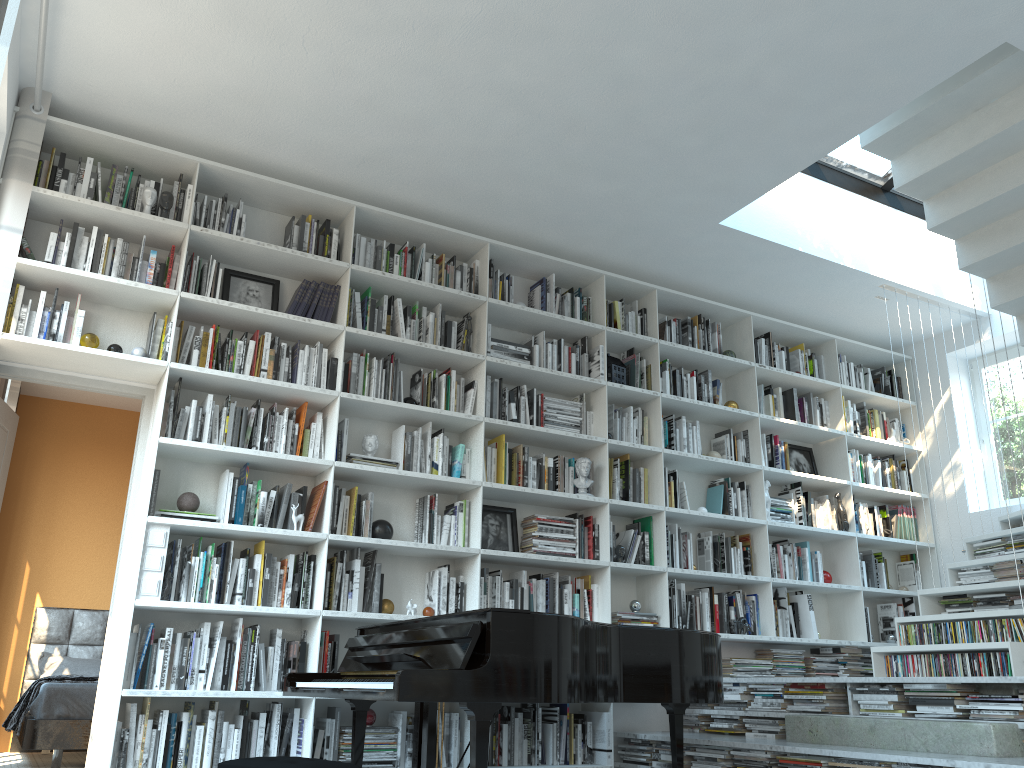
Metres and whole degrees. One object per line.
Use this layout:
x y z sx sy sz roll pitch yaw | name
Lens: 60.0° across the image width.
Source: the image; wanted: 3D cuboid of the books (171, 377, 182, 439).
-1.655 0.151 4.332 0.012 0.332 0.185 11 -21 -27 | books

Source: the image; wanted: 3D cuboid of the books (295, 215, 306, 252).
-1.193 -0.772 4.918 0.024 0.278 0.188 11 -21 -27 | books

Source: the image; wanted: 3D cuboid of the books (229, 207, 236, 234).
-1.515 -0.807 4.741 0.013 0.219 0.181 11 -21 -27 | books

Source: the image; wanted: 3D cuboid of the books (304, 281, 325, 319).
-1.106 -0.408 4.848 0.097 0.281 0.174 11 -21 -27 | books

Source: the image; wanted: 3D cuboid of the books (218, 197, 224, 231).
-1.570 -0.843 4.721 0.007 0.271 0.155 11 -21 -27 | books

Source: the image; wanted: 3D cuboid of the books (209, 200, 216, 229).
-1.609 -0.835 4.702 0.016 0.242 0.156 11 -21 -27 | books

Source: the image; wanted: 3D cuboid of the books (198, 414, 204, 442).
-1.563 0.254 4.404 0.021 0.187 0.129 11 -21 -27 | books

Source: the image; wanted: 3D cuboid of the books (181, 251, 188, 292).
-1.695 -0.525 4.547 0.006 0.286 0.148 11 -21 -27 | books

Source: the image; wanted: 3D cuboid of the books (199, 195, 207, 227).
-1.646 -0.846 4.681 0.012 0.248 0.180 11 -21 -27 | books

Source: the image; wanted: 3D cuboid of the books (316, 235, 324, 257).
-1.096 -0.709 4.958 0.027 0.189 0.178 11 -21 -27 | books

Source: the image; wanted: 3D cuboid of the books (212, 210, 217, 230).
-1.601 -0.806 4.708 0.014 0.191 0.146 11 -21 -27 | books

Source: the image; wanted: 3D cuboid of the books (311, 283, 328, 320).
-1.087 -0.399 4.881 0.079 0.284 0.174 11 -21 -27 | books

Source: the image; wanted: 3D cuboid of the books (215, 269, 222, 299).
-1.542 -0.466 4.601 0.012 0.213 0.186 11 -21 -27 | books

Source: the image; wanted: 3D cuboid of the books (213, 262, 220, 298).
-1.556 -0.485 4.609 0.012 0.254 0.167 11 -21 -27 | books

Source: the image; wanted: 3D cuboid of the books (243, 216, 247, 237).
-1.463 -0.786 4.786 0.013 0.209 0.137 11 -21 -27 | books

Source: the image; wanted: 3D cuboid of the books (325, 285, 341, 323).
-1.021 -0.391 4.900 0.079 0.284 0.174 11 -21 -27 | books

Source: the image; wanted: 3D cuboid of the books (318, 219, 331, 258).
-1.067 -0.758 4.978 0.025 0.296 0.164 11 -21 -27 | books

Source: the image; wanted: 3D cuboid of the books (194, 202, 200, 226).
-1.670 -0.829 4.671 0.032 0.209 0.158 11 -21 -27 | books

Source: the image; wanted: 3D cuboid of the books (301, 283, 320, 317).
-1.142 -0.405 4.851 0.110 0.278 0.174 11 -21 -27 | books

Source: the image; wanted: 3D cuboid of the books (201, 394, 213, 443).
-1.532 0.207 4.410 0.023 0.280 0.174 11 -21 -27 | books

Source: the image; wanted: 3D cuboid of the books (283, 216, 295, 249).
-1.241 -0.775 4.911 0.013 0.277 0.151 11 -21 -27 | books

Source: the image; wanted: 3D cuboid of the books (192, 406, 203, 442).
-1.563 0.230 4.358 0.028 0.203 0.188 11 -21 -27 | books

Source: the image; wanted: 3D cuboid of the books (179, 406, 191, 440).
-1.626 0.225 4.355 0.042 0.208 0.143 11 -21 -27 | books

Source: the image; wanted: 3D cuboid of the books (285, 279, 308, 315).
-1.197 -0.419 4.812 0.110 0.278 0.174 11 -21 -27 | books

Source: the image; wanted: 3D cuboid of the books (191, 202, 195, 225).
-1.695 -0.833 4.651 0.017 0.203 0.143 11 -21 -27 | books

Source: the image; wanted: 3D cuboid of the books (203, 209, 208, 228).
-1.641 -0.813 4.691 0.017 0.193 0.129 11 -21 -27 | books

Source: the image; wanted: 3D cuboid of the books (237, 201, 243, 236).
-1.490 -0.828 4.793 0.015 0.292 0.131 11 -21 -27 | books

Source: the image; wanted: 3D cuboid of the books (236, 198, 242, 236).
-1.494 -0.837 4.779 0.007 0.300 0.146 11 -21 -27 | books

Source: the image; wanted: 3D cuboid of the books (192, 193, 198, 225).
-1.687 -0.856 4.670 0.007 0.258 0.157 11 -21 -27 | books

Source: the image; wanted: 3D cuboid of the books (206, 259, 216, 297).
-1.577 -0.494 4.590 0.023 0.257 0.184 11 -21 -27 | books

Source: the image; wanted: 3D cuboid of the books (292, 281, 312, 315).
-1.182 -0.413 4.830 0.110 0.278 0.174 11 -21 -27 | books

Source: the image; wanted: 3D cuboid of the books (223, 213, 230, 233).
-1.545 -0.794 4.724 0.026 0.182 0.162 11 -21 -27 | books

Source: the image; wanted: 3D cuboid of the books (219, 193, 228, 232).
-1.553 -0.849 4.715 0.015 0.278 0.191 11 -21 -27 | books

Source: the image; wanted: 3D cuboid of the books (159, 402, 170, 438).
-1.703 0.208 4.309 0.026 0.208 0.155 11 -21 -27 | books

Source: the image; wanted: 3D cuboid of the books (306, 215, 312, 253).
-1.163 -0.776 4.967 0.014 0.319 0.137 11 -21 -27 | books

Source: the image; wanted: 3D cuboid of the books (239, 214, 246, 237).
-1.470 -0.787 4.770 0.014 0.201 0.171 11 -21 -27 | books

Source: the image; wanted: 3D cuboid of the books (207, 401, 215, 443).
-1.513 0.225 4.405 0.011 0.245 0.176 11 -21 -27 | books

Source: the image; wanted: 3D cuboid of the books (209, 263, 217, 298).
-1.567 -0.485 4.604 0.011 0.249 0.168 11 -21 -27 | books

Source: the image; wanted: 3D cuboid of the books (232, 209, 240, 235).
-1.497 -0.804 4.742 0.021 0.213 0.174 11 -21 -27 | books

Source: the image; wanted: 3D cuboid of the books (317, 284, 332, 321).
-1.069 -0.394 4.895 0.079 0.284 0.174 11 -21 -27 | books

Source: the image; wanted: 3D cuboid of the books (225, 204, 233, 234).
-1.530 -0.823 4.748 0.013 0.252 0.129 11 -21 -27 | books

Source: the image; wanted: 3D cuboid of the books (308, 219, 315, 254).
-1.144 -0.761 4.954 0.013 0.282 0.167 11 -21 -27 | books

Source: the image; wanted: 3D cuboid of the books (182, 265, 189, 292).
-1.689 -0.484 4.542 0.015 0.206 0.173 11 -21 -27 | books

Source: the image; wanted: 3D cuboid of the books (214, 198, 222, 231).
-1.581 -0.839 4.715 0.016 0.260 0.154 11 -21 -27 | books

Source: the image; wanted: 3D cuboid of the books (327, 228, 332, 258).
-1.058 -0.730 5.003 0.022 0.259 0.152 11 -21 -27 | books

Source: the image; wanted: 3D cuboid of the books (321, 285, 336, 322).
-1.047 -0.391 4.902 0.079 0.284 0.174 11 -21 -27 | books

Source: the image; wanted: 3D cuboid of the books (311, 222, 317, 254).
-1.129 -0.753 4.946 0.010 0.262 0.157 11 -21 -27 | books

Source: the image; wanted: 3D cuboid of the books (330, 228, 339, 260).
-1.029 -0.726 5.003 0.031 0.253 0.178 11 -21 -27 | books

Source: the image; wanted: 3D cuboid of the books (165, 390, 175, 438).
-1.674 0.180 4.315 0.027 0.265 0.176 11 -21 -27 | books

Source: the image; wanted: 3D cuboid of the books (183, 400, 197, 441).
-1.589 0.213 4.360 0.022 0.235 0.177 11 -21 -27 | books

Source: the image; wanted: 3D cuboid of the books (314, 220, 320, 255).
-1.120 -0.756 4.954 0.011 0.273 0.184 11 -21 -27 | books

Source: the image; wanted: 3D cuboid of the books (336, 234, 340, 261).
-1.004 -0.715 5.031 0.039 0.251 0.147 11 -21 -27 | books

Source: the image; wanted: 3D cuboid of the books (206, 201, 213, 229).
-1.619 -0.830 4.689 0.013 0.224 0.177 11 -21 -27 | books

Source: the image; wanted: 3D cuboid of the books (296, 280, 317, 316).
-1.153 -0.414 4.825 0.110 0.278 0.174 11 -21 -27 | books

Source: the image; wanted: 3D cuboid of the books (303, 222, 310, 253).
-1.169 -0.754 4.924 0.028 0.248 0.156 11 -21 -27 | books

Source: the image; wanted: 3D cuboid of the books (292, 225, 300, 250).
-1.218 -0.746 4.900 0.028 0.217 0.153 11 -21 -27 | books

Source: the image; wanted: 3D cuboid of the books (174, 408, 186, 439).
-1.638 0.228 4.325 0.037 0.181 0.189 11 -21 -27 | books

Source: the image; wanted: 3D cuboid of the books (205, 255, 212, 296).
-1.594 -0.505 4.595 0.005 0.280 0.191 11 -21 -27 | books
